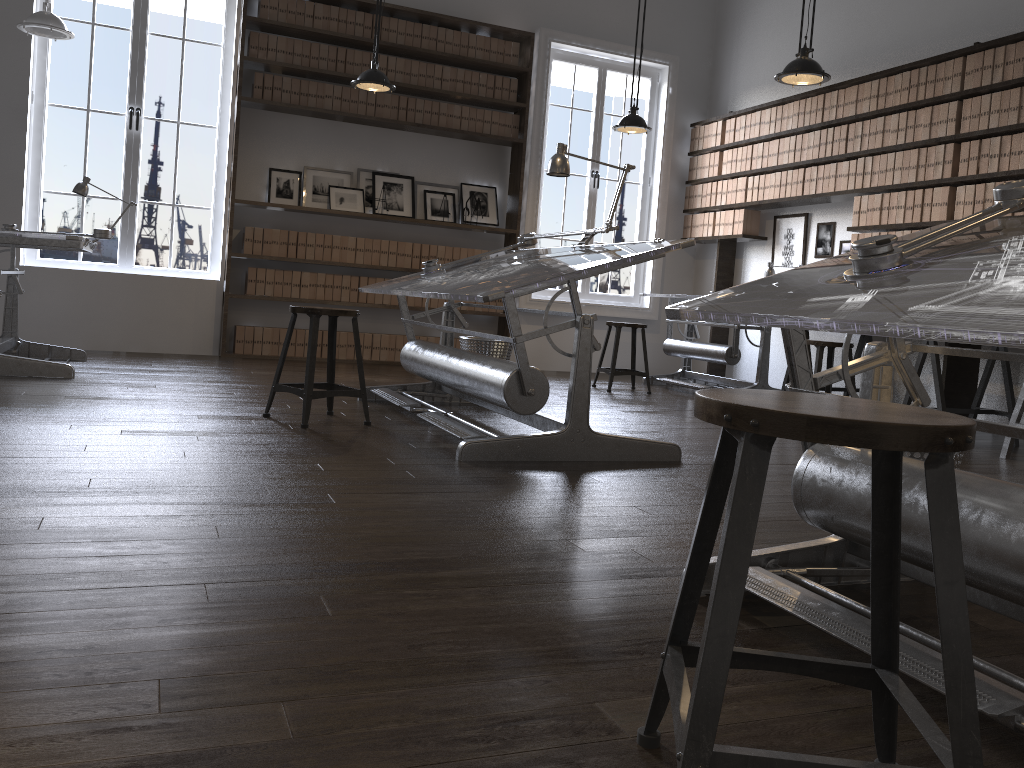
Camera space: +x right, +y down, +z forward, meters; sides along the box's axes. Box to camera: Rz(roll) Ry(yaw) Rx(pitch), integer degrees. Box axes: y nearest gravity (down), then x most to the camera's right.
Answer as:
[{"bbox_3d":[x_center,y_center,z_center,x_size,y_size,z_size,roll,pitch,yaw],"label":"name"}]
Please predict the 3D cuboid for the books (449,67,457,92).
[{"bbox_3d":[-0.545,-2.635,7.747,0.066,0.225,0.175,3,4,-22],"label":"books"}]

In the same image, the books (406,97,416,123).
[{"bbox_3d":[-0.891,-2.338,7.629,0.066,0.225,0.175,3,4,-22],"label":"books"}]

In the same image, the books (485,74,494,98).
[{"bbox_3d":[-0.225,-2.623,7.881,0.066,0.225,0.175,3,4,-23],"label":"books"}]

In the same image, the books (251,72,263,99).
[{"bbox_3d":[-2.057,-2.382,7.147,0.066,0.225,0.175,3,4,-23],"label":"books"}]

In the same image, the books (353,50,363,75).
[{"bbox_3d":[-1.310,-2.665,7.430,0.066,0.225,0.175,3,4,-23],"label":"books"}]

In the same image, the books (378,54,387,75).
[{"bbox_3d":[-1.118,-2.657,7.509,0.066,0.225,0.175,3,4,-23],"label":"books"}]

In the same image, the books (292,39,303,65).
[{"bbox_3d":[-1.765,-2.682,7.238,0.067,0.225,0.175,3,4,-22],"label":"books"}]

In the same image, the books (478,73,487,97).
[{"bbox_3d":[-0.289,-2.625,7.850,0.066,0.225,0.175,3,4,-23],"label":"books"}]

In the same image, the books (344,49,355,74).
[{"bbox_3d":[-1.372,-2.667,7.407,0.066,0.225,0.175,3,4,-22],"label":"books"}]

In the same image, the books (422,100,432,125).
[{"bbox_3d":[-0.759,-2.333,7.682,0.066,0.225,0.175,3,4,-23],"label":"books"}]

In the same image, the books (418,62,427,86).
[{"bbox_3d":[-0.800,-2.645,7.644,0.066,0.225,0.175,3,4,-22],"label":"books"}]

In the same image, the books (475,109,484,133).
[{"bbox_3d":[-0.316,-2.316,7.866,0.066,0.225,0.175,3,4,-23],"label":"books"}]

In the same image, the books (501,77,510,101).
[{"bbox_3d":[-0.088,-2.618,7.938,0.066,0.225,0.175,3,4,-23],"label":"books"}]

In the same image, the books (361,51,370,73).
[{"bbox_3d":[-1.250,-2.662,7.450,0.067,0.225,0.175,3,4,-22],"label":"books"}]

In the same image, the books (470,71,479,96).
[{"bbox_3d":[-0.356,-2.628,7.827,0.066,0.225,0.175,3,4,-22],"label":"books"}]

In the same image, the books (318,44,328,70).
[{"bbox_3d":[-1.573,-2.674,7.319,0.066,0.225,0.175,3,4,-22],"label":"books"}]

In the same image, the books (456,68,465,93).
[{"bbox_3d":[-0.481,-2.632,7.768,0.067,0.225,0.175,3,4,-23],"label":"books"}]

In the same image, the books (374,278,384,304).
[{"bbox_3d":[-1.162,-0.802,7.620,0.066,0.225,0.175,3,4,-23],"label":"books"}]

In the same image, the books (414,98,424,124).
[{"bbox_3d":[-0.823,-2.335,7.651,0.066,0.225,0.175,3,4,-22],"label":"books"}]

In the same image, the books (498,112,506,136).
[{"bbox_3d":[-0.121,-2.308,7.939,0.067,0.225,0.175,3,4,-23],"label":"books"}]

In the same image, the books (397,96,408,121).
[{"bbox_3d":[-0.958,-2.340,7.595,0.067,0.225,0.175,3,4,-23],"label":"books"}]

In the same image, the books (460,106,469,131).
[{"bbox_3d":[-0.444,-2.320,7.808,0.067,0.225,0.175,3,4,-22],"label":"books"}]

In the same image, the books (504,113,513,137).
[{"bbox_3d":[-0.065,-2.306,7.967,0.066,0.225,0.175,3,4,-22],"label":"books"}]

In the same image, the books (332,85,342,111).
[{"bbox_3d":[-1.472,-2.360,7.383,0.067,0.225,0.175,3,4,-23],"label":"books"}]

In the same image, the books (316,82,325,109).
[{"bbox_3d":[-1.599,-2.365,7.334,0.066,0.225,0.175,3,4,-22],"label":"books"}]

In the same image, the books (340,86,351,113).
[{"bbox_3d":[-1.409,-2.358,7.413,0.066,0.225,0.175,3,4,-22],"label":"books"}]

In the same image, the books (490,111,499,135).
[{"bbox_3d":[-0.182,-2.310,7.914,0.066,0.225,0.175,3,4,-22],"label":"books"}]

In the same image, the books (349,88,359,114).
[{"bbox_3d":[-1.345,-2.355,7.441,0.066,0.225,0.175,3,4,-22],"label":"books"}]

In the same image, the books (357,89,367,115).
[{"bbox_3d":[-1.279,-2.352,7.464,0.066,0.225,0.175,3,4,-23],"label":"books"}]

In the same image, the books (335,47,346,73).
[{"bbox_3d":[-1.438,-2.669,7.374,0.067,0.225,0.175,3,4,-23],"label":"books"}]

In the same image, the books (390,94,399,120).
[{"bbox_3d":[-1.028,-2.343,7.572,0.066,0.225,0.175,3,4,-22],"label":"books"}]

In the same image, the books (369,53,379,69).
[{"bbox_3d":[-1.183,-2.659,7.478,0.066,0.225,0.175,3,4,-23],"label":"books"}]

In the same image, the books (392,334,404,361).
[{"bbox_3d":[-1.006,-0.315,7.720,0.067,0.225,0.175,3,4,-22],"label":"books"}]

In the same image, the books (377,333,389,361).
[{"bbox_3d":[-1.127,-0.320,7.673,0.066,0.225,0.175,3,4,-23],"label":"books"}]

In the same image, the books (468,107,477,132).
[{"bbox_3d":[-0.380,-2.318,7.838,0.066,0.225,0.175,3,4,-23],"label":"books"}]

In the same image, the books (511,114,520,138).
[{"bbox_3d":[0.000,-2.304,7.995,0.066,0.225,0.175,3,4,-22],"label":"books"}]

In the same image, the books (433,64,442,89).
[{"bbox_3d":[-0.668,-2.640,7.692,0.067,0.225,0.175,3,4,-23],"label":"books"}]

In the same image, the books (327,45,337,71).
[{"bbox_3d":[-1.509,-2.673,7.351,0.066,0.225,0.175,3,4,-22],"label":"books"}]

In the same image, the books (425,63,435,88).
[{"bbox_3d":[-0.735,-2.643,7.669,0.066,0.225,0.175,3,4,-22],"label":"books"}]

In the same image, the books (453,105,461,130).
[{"bbox_3d":[-0.511,-2.323,7.782,0.066,0.225,0.175,3,4,-23],"label":"books"}]

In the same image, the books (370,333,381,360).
[{"bbox_3d":[-1.193,-0.323,7.644,0.067,0.225,0.175,3,4,-22],"label":"books"}]

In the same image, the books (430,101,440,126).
[{"bbox_3d":[-0.694,-2.330,7.709,0.066,0.225,0.175,3,4,-23],"label":"books"}]

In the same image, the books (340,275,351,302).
[{"bbox_3d":[-1.427,-0.812,7.513,0.066,0.225,0.175,3,4,-23],"label":"books"}]

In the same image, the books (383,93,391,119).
[{"bbox_3d":[-1.088,-2.345,7.544,0.066,0.225,0.175,3,4,-23],"label":"books"}]

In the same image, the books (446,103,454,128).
[{"bbox_3d":[-0.570,-2.325,7.759,0.066,0.225,0.175,3,4,-23],"label":"books"}]

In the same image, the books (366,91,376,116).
[{"bbox_3d":[-1.211,-2.349,7.489,0.066,0.225,0.175,3,4,-23],"label":"books"}]

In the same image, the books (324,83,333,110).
[{"bbox_3d":[-1.540,-2.362,7.357,0.066,0.225,0.175,3,4,-22],"label":"books"}]

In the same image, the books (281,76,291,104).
[{"bbox_3d":[-1.852,-2.374,7.226,0.066,0.225,0.175,3,4,-23],"label":"books"}]

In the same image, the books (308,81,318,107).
[{"bbox_3d":[-1.658,-2.367,7.304,0.067,0.225,0.175,3,4,-23],"label":"books"}]

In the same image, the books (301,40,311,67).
[{"bbox_3d":[-1.705,-2.680,7.269,0.066,0.225,0.175,3,4,-23],"label":"books"}]

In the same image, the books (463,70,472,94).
[{"bbox_3d":[-0.421,-2.631,7.799,0.066,0.225,0.175,3,4,-22],"label":"books"}]

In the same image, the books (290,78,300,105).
[{"bbox_3d":[-1.788,-2.372,7.257,0.066,0.225,0.175,3,4,-22],"label":"books"}]

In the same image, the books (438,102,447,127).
[{"bbox_3d":[-0.630,-2.327,7.729,0.067,0.225,0.175,3,4,-22],"label":"books"}]

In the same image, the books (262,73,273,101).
[{"bbox_3d":[-1.987,-2.379,7.170,0.067,0.225,0.175,3,4,-22],"label":"books"}]

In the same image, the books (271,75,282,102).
[{"bbox_3d":[-1.919,-2.377,7.203,0.066,0.225,0.175,3,4,-23],"label":"books"}]

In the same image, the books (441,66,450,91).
[{"bbox_3d":[-0.602,-2.637,7.722,0.066,0.225,0.175,3,4,-22],"label":"books"}]

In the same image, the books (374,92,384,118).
[{"bbox_3d":[-1.145,-2.347,7.516,0.067,0.225,0.175,3,4,-22],"label":"books"}]

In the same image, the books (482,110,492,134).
[{"bbox_3d":[-0.251,-2.313,7.889,0.066,0.225,0.175,3,4,-22],"label":"books"}]

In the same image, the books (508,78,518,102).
[{"bbox_3d":[-0.017,-2.615,7.965,0.066,0.225,0.175,3,4,-22],"label":"books"}]

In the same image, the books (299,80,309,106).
[{"bbox_3d":[-1.723,-2.370,7.284,0.066,0.225,0.175,3,4,-22],"label":"books"}]
